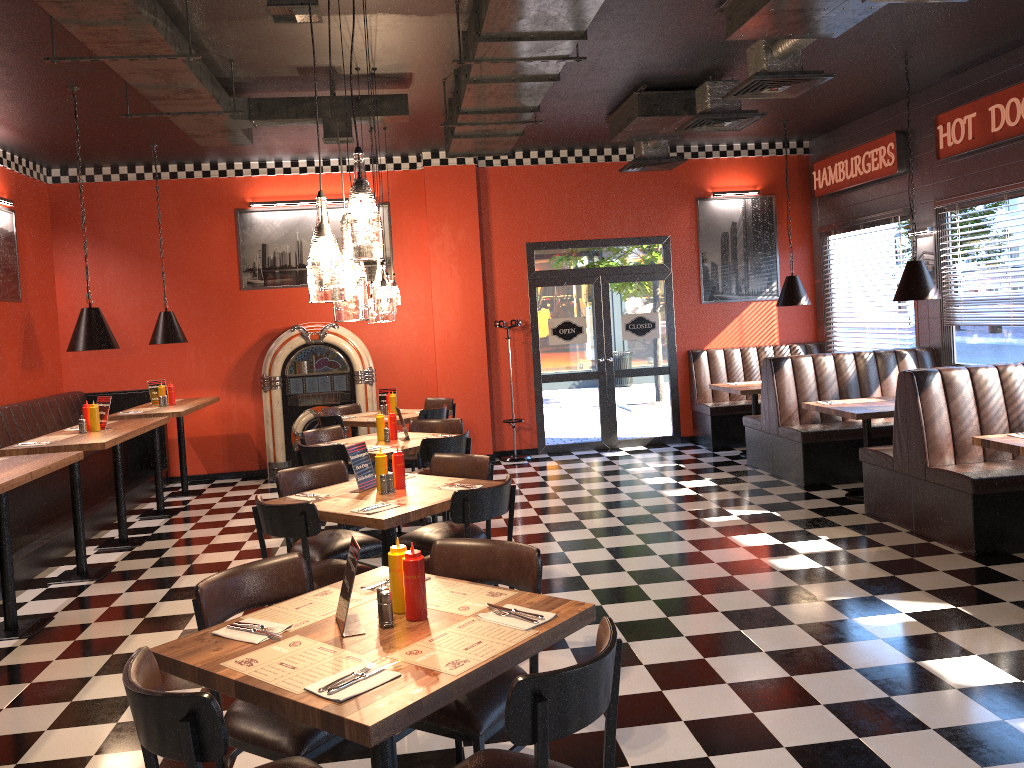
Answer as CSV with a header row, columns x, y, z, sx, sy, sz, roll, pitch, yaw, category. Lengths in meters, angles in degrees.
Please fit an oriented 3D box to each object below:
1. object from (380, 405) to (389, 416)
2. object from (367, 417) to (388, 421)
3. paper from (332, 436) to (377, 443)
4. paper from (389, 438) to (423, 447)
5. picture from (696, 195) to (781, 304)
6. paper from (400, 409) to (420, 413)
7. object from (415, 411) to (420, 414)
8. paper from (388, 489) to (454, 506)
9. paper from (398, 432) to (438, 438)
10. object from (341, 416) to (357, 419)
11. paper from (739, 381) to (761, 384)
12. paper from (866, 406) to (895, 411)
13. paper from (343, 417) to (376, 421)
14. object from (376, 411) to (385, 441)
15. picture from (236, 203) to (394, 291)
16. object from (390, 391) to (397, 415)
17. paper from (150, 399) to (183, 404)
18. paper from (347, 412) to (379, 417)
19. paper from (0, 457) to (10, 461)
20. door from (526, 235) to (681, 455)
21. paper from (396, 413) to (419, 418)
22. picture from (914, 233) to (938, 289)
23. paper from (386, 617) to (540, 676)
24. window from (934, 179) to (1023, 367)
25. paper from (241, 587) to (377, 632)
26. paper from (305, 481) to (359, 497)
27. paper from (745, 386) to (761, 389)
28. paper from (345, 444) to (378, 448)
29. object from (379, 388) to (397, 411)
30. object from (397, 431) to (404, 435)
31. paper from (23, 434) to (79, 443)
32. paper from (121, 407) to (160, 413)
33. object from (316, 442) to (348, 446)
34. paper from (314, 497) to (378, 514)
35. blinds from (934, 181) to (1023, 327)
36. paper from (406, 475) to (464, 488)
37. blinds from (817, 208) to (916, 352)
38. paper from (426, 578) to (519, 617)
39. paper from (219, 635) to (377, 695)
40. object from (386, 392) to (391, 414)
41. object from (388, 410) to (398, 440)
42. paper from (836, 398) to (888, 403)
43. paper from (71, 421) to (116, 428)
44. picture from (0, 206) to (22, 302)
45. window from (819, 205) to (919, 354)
x,y,z,sx,sy,sz,roll,pitch,yaw,category
-1.291,0.250,8.950,0.094,0.136,0.047,-4,2,-7,object
-1.261,0.335,8.567,0.157,0.019,0.255,0,6,41,object
-1.261,0.449,7.178,0.261,0.001,0.366,0,5,37,paper
-0.724,0.448,6.779,0.261,0.001,0.366,0,5,37,paper
2.815,-1.675,11.002,1.023,1.299,0.016,-4,2,-7,picture
-1.066,0.282,9.233,0.365,0.001,0.262,0,5,38,paper
-0.878,0.282,8.970,0.255,0.019,0.158,0,6,38,object
-0.441,0.593,4.648,0.261,0.001,0.366,0,5,36,paper
-0.798,0.418,7.220,0.365,0.001,0.262,0,5,36,paper
-1.679,0.330,8.960,0.255,0.019,0.158,0,6,40,object
2.754,-0.016,10.142,0.365,0.001,0.261,-4,4,-7,paper
3.073,0.194,7.125,0.365,0.001,0.261,-4,4,-5,paper
-1.469,0.346,8.699,0.365,0.001,0.262,0,5,38,paper
-1.039,0.330,7.015,0.068,0.237,0.068,-3,2,-2,object
-2.292,-1.612,10.370,1.770,0.938,0.023,-4,2,-7,picture
-1.198,0.192,8.946,0.068,0.237,0.068,-4,2,-10,object
-3.738,0.186,9.613,0.261,0.001,0.366,-4,4,-4,paper
-1.537,0.315,9.157,0.261,0.001,0.366,0,6,40,paper
-3.254,0.481,5.349,0.261,0.001,0.366,-4,4,-4,paper
1.132,-0.484,10.826,1.800,2.568,0.128,-4,2,-7,door
-1.027,0.315,8.769,0.261,0.001,0.366,0,5,37,paper
4.092,-1.206,8.769,0.012,0.536,0.351,-4,3,-7,picture
-0.135,0.737,2.512,0.261,0.001,0.366,0,6,38,paper
4.318,-0.860,7.599,0.127,1.711,2.030,-4,3,-7,window
-0.664,0.737,2.921,0.261,0.001,0.366,0,6,38,paper
-0.958,0.595,5.027,0.261,0.001,0.366,0,6,39,paper
2.729,0.034,9.504,0.365,0.001,0.261,-4,4,-10,paper
-1.181,0.480,6.707,0.365,0.001,0.262,0,6,39,paper
-1.280,0.174,9.125,0.188,0.256,0.072,-3,2,3,object
-1.001,0.411,7.368,0.157,0.019,0.256,0,5,38,object
-3.388,0.401,6.516,0.261,0.001,0.366,-4,4,-4,paper
-3.618,0.253,8.639,0.261,0.001,0.366,-4,4,-4,paper
-1.392,0.467,6.940,0.255,0.019,0.158,-1,5,31,object
-0.881,0.625,4.570,0.365,0.001,0.262,0,5,37,paper
4.231,-1.088,7.567,0.100,1.203,1.872,-4,4,-7,blinds
-0.488,0.560,5.111,0.365,0.001,0.262,0,5,36,paper
3.950,-1.037,9.949,0.099,1.632,1.872,-4,3,-7,blinds
-0.201,0.707,2.955,0.365,0.001,0.262,0,5,38,paper
-0.593,0.769,2.449,0.365,0.001,0.262,0,6,41,paper
-1.246,0.189,9.026,0.068,0.237,0.068,-4,2,-10,object
-0.946,0.323,7.025,0.068,0.237,0.068,-3,2,-2,object
3.054,0.146,7.771,0.365,0.001,0.261,-4,4,-5,paper
-3.503,0.338,7.429,0.261,0.001,0.366,-4,4,-4,paper
-4.950,-1.245,8.182,0.023,0.938,1.773,-4,4,-7,picture
4.026,-1.022,9.969,0.127,1.711,2.030,-4,3,-7,window
